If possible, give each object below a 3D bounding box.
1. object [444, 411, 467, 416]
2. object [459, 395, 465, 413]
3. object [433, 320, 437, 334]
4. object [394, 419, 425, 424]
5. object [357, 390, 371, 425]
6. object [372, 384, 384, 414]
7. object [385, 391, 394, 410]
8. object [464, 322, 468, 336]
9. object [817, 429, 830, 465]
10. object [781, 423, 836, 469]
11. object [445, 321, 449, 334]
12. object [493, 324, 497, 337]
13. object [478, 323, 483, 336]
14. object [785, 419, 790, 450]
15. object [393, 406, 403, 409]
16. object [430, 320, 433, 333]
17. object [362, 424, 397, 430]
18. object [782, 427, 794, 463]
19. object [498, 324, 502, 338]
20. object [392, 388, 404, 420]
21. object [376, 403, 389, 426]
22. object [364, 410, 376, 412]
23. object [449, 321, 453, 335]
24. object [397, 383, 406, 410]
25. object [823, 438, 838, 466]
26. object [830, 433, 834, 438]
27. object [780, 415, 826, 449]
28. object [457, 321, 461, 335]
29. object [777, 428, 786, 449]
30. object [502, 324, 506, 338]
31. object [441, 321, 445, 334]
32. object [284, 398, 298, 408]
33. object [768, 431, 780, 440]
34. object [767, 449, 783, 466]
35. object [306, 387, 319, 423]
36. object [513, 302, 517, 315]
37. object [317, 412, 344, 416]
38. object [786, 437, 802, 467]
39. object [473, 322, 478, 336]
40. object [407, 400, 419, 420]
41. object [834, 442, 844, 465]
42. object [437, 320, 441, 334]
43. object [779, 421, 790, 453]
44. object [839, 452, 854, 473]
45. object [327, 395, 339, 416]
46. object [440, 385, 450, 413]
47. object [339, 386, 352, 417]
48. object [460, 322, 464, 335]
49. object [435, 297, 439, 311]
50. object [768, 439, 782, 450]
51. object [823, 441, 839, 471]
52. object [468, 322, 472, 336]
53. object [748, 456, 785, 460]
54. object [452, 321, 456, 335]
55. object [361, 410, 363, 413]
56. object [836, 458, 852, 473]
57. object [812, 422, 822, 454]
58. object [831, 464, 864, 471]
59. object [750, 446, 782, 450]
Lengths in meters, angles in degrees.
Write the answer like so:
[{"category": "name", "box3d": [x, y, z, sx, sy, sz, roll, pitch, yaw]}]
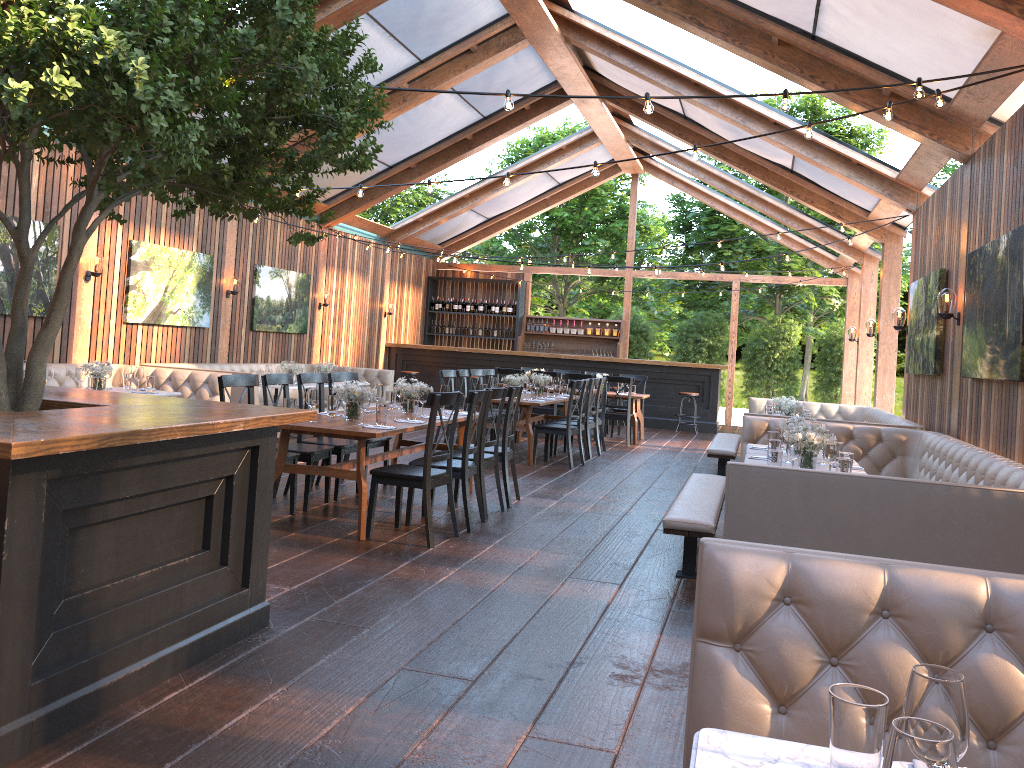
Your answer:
[{"category": "object", "box3d": [-0.493, 0.258, 7.842, 0.255, 0.019, 0.157, 4, 2, 16]}, {"category": "object", "box3d": [-0.474, 0.182, 8.030, 0.091, 0.158, 0.092, 4, -1, -38]}, {"category": "object", "box3d": [-1.748, -1.299, 20.080, 0.094, 0.309, 0.094, 3, -1, 21]}, {"category": "object", "box3d": [-0.803, 0.282, 6.794, 0.255, 0.019, 0.157, 4, 2, 16]}, {"category": "object", "box3d": [-1.066, 0.170, 6.357, 0.092, 0.245, 0.092, 4, -1, -26]}, {"category": "object", "box3d": [-1.121, 0.122, 7.387, 0.092, 0.245, 0.092, 4, -1, -32]}, {"category": "object", "box3d": [-1.089, 0.146, 7.905, 0.091, 0.158, 0.092, 4, -1, -38]}, {"category": "object", "box3d": [-1.033, -1.243, 19.864, 0.094, 0.309, 0.094, 3, -1, 17]}, {"category": "object", "box3d": [2.203, 0.446, 6.261, 0.092, 0.245, 0.092, 4, -1, -26]}, {"category": "object", "box3d": [1.931, 0.417, 5.758, 0.337, 0.310, 0.328, 4, 1, 28]}, {"category": "object", "box3d": [-1.463, -1.279, 20.045, 0.094, 0.309, 0.094, 3, -1, 13]}, {"category": "object", "box3d": [-0.374, -1.193, 19.703, 0.094, 0.309, 0.094, 4, -1, -20]}, {"category": "object", "box3d": [-0.704, -1.218, 19.782, 0.094, 0.309, 0.094, 3, -1, 13]}, {"category": "object", "box3d": [2.253, 0.412, 7.150, 0.092, 0.245, 0.092, 4, -1, -26]}, {"category": "object", "box3d": [-1.098, 0.208, 8.085, 0.255, 0.019, 0.157, 4, 2, 16]}, {"category": "object", "box3d": [-1.824, -1.307, 20.166, 0.094, 0.309, 0.094, 4, -1, 2]}, {"category": "object", "box3d": [-0.948, 0.297, 6.208, 0.255, 0.019, 0.157, 4, 2, 16]}, {"category": "object", "box3d": [1.944, 0.431, 6.218, 0.092, 0.245, 0.092, 4, -1, -26]}, {"category": "object", "box3d": [-0.264, -1.185, 19.688, 0.094, 0.309, 0.094, 3, -1, 37]}, {"category": "object", "box3d": [-0.897, 0.157, 6.925, 0.092, 0.245, 0.092, 4, -1, 13]}, {"category": "object", "box3d": [-0.943, 0.219, 6.404, 0.092, 0.158, 0.091, 3, -1, 32]}, {"category": "object", "box3d": [-1.258, 0.221, 7.521, 0.255, 0.019, 0.157, 4, 2, 16]}, {"category": "object", "box3d": [-1.374, -1.272, 20.036, 0.094, 0.309, 0.094, 4, -1, -20]}, {"category": "object", "box3d": [-0.996, 0.108, 7.944, 0.092, 0.245, 0.092, 3, -1, 41]}, {"category": "object", "box3d": [1.992, 0.463, 5.536, 0.092, 0.245, 0.092, 4, -1, -26]}, {"category": "object", "box3d": [2.526, 0.476, 7.078, 0.092, 0.158, 0.091, 4, 0, 2]}, {"category": "object", "box3d": [2.190, 0.395, 6.681, 0.337, 0.310, 0.328, 4, 1, 32]}, {"category": "object", "box3d": [-1.195, -1.258, 19.965, 0.094, 0.309, 0.094, 4, -1, 12]}, {"category": "object", "box3d": [2.212, 0.448, 7.252, 0.091, 0.158, 0.092, 4, -1, -38]}, {"category": "object", "box3d": [-0.172, -1.177, 19.632, 0.094, 0.309, 0.094, 4, -1, 12]}, {"category": "object", "box3d": [-1.553, -1.286, 20.073, 0.094, 0.309, 0.094, 3, -2, 43]}, {"category": "object", "box3d": [-1.574, 0.183, 6.276, 0.092, 0.158, 0.091, 3, -1, 42]}, {"category": "object", "box3d": [2.038, 0.451, 6.903, 0.092, 0.158, 0.091, 4, 0, 2]}, {"category": "object", "box3d": [1.607, 0.486, 5.414, 0.092, 0.158, 0.091, 4, 0, 2]}, {"category": "object", "box3d": [-1.424, 0.149, 6.299, 0.092, 0.245, 0.092, 4, -1, -4]}, {"category": "object", "box3d": [0.067, -1.665, 19.567, 0.075, 0.303, 0.075, 3, -1, 32]}, {"category": "object", "box3d": [-1.411, 0.237, 7.006, 0.255, 0.019, 0.157, 4, 2, 16]}, {"category": "object", "box3d": [1.729, 0.450, 5.435, 0.092, 0.245, 0.092, 4, -1, -26]}, {"category": "object", "box3d": [-0.815, -1.227, 19.832, 0.094, 0.309, 0.094, 3, -1, 16]}, {"category": "object", "box3d": [-0.784, 0.206, 6.971, 0.092, 0.158, 0.091, 4, -1, 22]}, {"category": "object", "box3d": [2.311, 0.494, 6.306, 0.092, 0.158, 0.091, 4, 0, 2]}, {"category": "object", "box3d": [-1.658, -1.292, 20.064, 0.094, 0.309, 0.094, 4, -1, -19]}, {"category": "object", "box3d": [2.142, 0.413, 6.943, 0.092, 0.245, 0.092, 4, -1, -26]}, {"category": "object", "box3d": [2.098, 0.511, 5.563, 0.092, 0.158, 0.091, 4, 0, 2]}, {"category": "object", "box3d": [-1.387, 0.168, 6.834, 0.092, 0.158, 0.091, 3, -1, 42]}, {"category": "object", "box3d": [-0.609, 0.132, 7.979, 0.092, 0.245, 0.092, 3, -1, 19]}, {"category": "object", "box3d": [-1.295, 0.134, 6.886, 0.092, 0.245, 0.092, 4, -1, 13]}, {"category": "object", "box3d": [-1.106, -1.250, 19.926, 0.094, 0.309, 0.094, 3, -2, 42]}, {"category": "object", "box3d": [-1.694, -1.819, 20.104, 0.087, 0.335, 0.087, 4, -1, -4]}, {"category": "object", "box3d": [1.832, 0.468, 6.175, 0.092, 0.158, 0.091, 4, 0, 2]}, {"category": "object", "box3d": [1.911, 0.467, 5.307, 0.092, 0.245, 0.092, 4, -1, -26]}, {"category": "object", "box3d": [-0.936, -1.234, 19.818, 0.094, 0.309, 0.094, 4, -1, -3]}, {"category": "object", "box3d": [1.825, 0.531, 6.346, 0.255, 0.019, 0.157, 4, 2, 16]}, {"category": "object", "box3d": [-1.301, -1.264, 19.953, 0.094, 0.309, 0.094, 3, -1, 37]}, {"category": "object", "box3d": [-1.268, 0.158, 7.356, 0.091, 0.158, 0.092, 4, -1, -18]}, {"category": "object", "box3d": [1.944, 0.517, 5.193, 0.092, 0.158, 0.091, 4, 0, 2]}, {"category": "object", "box3d": [2.417, 0.428, 7.026, 0.092, 0.245, 0.092, 3, -1, 19]}, {"category": "object", "box3d": [2.304, 0.571, 6.132, 0.255, 0.019, 0.157, 4, 2, 16]}, {"category": "object", "box3d": [2.029, 0.513, 7.068, 0.255, 0.019, 0.157, 4, 2, 16]}]
